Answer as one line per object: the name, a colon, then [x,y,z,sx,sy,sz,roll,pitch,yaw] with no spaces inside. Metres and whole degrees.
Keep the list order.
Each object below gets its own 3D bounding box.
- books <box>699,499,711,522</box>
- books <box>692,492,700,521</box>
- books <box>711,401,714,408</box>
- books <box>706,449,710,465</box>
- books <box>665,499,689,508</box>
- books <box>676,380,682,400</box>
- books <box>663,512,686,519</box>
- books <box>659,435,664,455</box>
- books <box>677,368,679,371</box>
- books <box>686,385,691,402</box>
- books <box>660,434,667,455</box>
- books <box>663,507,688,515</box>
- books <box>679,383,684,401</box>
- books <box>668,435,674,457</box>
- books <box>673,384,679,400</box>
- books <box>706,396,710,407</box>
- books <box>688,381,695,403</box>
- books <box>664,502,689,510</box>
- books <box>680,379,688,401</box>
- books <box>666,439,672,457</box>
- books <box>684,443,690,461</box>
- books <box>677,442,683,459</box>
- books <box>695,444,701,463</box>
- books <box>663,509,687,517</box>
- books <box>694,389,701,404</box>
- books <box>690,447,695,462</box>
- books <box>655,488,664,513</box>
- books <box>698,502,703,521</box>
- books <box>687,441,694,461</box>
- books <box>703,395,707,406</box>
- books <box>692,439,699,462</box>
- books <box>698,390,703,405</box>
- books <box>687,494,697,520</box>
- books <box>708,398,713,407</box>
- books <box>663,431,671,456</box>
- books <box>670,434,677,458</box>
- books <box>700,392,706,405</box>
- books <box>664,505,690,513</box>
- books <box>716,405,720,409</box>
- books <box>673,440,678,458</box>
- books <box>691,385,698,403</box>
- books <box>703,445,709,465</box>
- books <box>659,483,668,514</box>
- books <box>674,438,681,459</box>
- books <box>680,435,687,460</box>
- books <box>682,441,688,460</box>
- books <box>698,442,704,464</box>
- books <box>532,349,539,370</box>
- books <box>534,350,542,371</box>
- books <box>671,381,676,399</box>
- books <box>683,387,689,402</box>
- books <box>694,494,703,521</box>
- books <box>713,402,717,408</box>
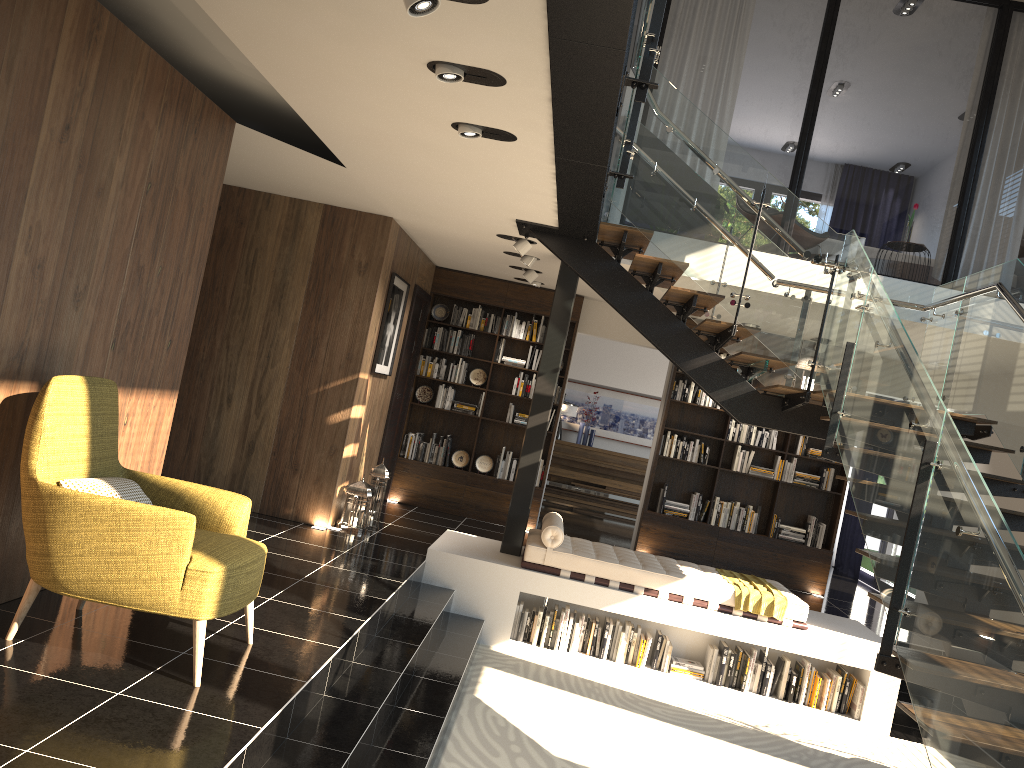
books: [2.136,1.410,9.873,0.075,0.254,0.181,12,-1,4]
books: [2.032,1.360,9.880,0.031,0.310,0.169,12,0,4]
books: [2.233,0.183,9.862,0.025,0.170,0.113,12,-1,4]
books: [2.172,0.808,9.900,0.022,0.185,0.127,12,-1,4]
books: [1.838,1.332,9.894,0.257,0.024,0.167,12,-1,4]
books: [1.860,0.074,9.902,0.030,0.230,0.103,12,0,4]
books: [1.812,1.460,9.908,0.247,0.026,0.148,12,-1,3]
books: [1.661,0.680,9.920,0.025,0.227,0.156,12,-1,4]
books: [1.865,-0.265,9.915,0.026,0.263,0.156,12,-1,4]
books: [1.959,0.112,9.880,0.021,0.196,0.103,12,0,4]
books: [1.689,0.680,9.923,0.028,0.237,0.134,12,0,4]
books: [1.822,1.411,9.904,0.271,0.025,0.156,12,-1,5]
books: [1.883,0.090,9.894,0.021,0.207,0.102,12,0,4]
books: [1.768,0.692,9.901,0.023,0.245,0.159,12,-1,4]
books: [1.822,0.093,9.889,0.037,0.177,0.109,12,-1,4]
books: [2.181,0.153,9.874,0.034,0.208,0.112,12,0,4]
books: [1.991,0.094,9.883,0.034,0.245,0.127,12,0,4]
books: [1.834,1.357,9.904,0.271,0.025,0.156,12,-1,5]
books: [1.912,0.072,9.893,0.029,0.254,0.128,12,0,4]
books: [1.737,0.709,9.883,0.028,0.199,0.175,12,-1,4]
books: [1.940,0.755,9.887,0.033,0.193,0.172,12,-1,4]
books: [1.862,0.736,9.881,0.024,0.197,0.173,12,-1,4]
books: [2.055,0.773,9.881,0.030,0.205,0.170,12,-1,4]
books: [1.816,1.435,9.891,0.258,0.024,0.167,12,-1,5]
books: [2.064,0.146,9.855,0.029,0.173,0.138,12,-1,4]
books: [1.996,0.778,9.882,0.027,0.171,0.146,12,-1,4]
books: [1.651,1.301,9.919,0.025,0.270,0.156,12,0,4]
books: [2.085,1.422,9.893,0.023,0.212,0.123,12,0,4]
books: [1.973,0.747,9.873,0.030,0.222,0.190,12,-1,4]
books: [2.152,0.145,9.867,0.025,0.211,0.126,12,-1,4]
books: [2.031,0.741,9.859,0.029,0.256,0.167,12,-1,4]
books: [2.096,0.135,9.883,0.025,0.208,0.114,12,0,4]
books: [1.998,1.366,9.864,0.030,0.284,0.177,12,-1,4]
books: [2.211,0.157,9.860,0.028,0.211,0.133,12,-1,4]
books: [1.719,0.663,9.887,0.028,0.282,0.169,12,-1,4]
books: [1.794,0.691,9.882,0.029,0.258,0.181,12,-1,4]
books: [2.121,0.147,9.860,0.032,0.194,0.120,12,-1,4]
books: [1.827,1.383,9.890,0.287,0.030,0.176,12,-1,1]
books: [2.296,0.177,9.836,0.034,0.206,0.168,12,-1,4]
books: [1.814,0.721,9.893,0.022,0.207,0.130,12,-1,4]
books: [2.031,0.113,9.885,0.052,0.224,0.099,12,0,4]
books: [2.147,0.790,9.859,0.028,0.210,0.169,12,-1,4]
books: [1.681,1.271,9.873,0.028,0.340,0.203,12,-1,4]
books: [1.841,0.717,9.891,0.028,0.227,0.136,12,-1,4]
books: [1.896,0.705,9.883,0.029,0.272,0.152,12,0,4]
books: [1.916,0.738,9.895,0.021,0.216,0.170,12,-1,4]
books: [2.102,0.767,9.860,0.070,0.236,0.206,12,-1,4]
books: [0.266,-0.269,10.008,0.025,0.235,0.232,12,-1,4]
books: [0.302,-0.262,10.024,0.047,0.238,0.225,12,-1,4]
books: [1.793,0.069,9.901,0.030,0.212,0.127,12,-1,4]
books: [1.931,0.120,9.877,0.030,0.168,0.125,12,-1,4]
books: [2.064,1.371,9.874,0.036,0.302,0.186,12,-1,4]
books: [2.269,0.151,9.872,0.032,0.247,0.114,12,0,4]
